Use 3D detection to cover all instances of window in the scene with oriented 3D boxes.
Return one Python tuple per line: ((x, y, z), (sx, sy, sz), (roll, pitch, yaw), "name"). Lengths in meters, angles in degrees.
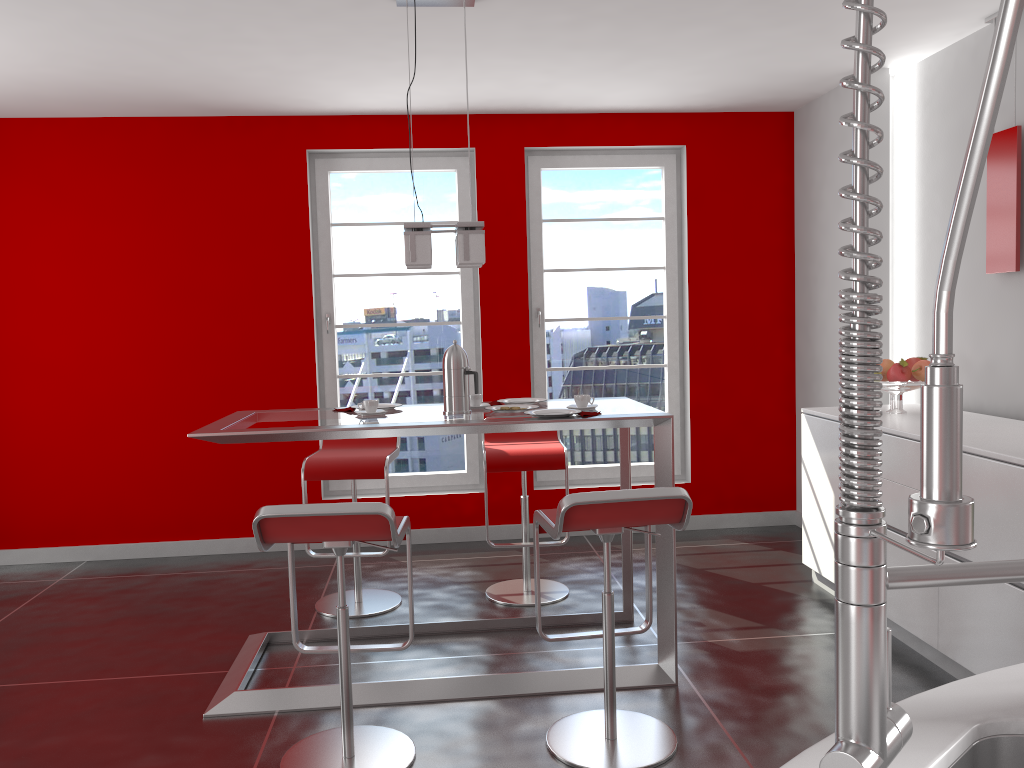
((-0.701, -0.367, 5.489), (0.938, 2.038, 0.117), (-2, 4, -5), "window")
((0.593, -0.413, 5.605), (0.938, 2.038, 0.117), (-2, 4, -5), "window")

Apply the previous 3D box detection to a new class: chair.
((0.309, 0.721, 2.798), (0.418, 0.857, 0.460), (-2, 4, -10), "chair")
((-0.523, 0.750, 2.728), (0.418, 0.857, 0.460), (-2, 4, 0), "chair")
((-0.758, 0.643, 4.315), (0.418, 0.857, 0.460), (-1, 4, 2), "chair")
((0.063, 0.613, 4.408), (0.418, 0.857, 0.460), (-2, 4, -3), "chair")

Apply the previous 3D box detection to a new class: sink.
((0.611, 0.507, 0.811), (0.326, 0.172, 0.428), (-6, 6, -44), "sink")

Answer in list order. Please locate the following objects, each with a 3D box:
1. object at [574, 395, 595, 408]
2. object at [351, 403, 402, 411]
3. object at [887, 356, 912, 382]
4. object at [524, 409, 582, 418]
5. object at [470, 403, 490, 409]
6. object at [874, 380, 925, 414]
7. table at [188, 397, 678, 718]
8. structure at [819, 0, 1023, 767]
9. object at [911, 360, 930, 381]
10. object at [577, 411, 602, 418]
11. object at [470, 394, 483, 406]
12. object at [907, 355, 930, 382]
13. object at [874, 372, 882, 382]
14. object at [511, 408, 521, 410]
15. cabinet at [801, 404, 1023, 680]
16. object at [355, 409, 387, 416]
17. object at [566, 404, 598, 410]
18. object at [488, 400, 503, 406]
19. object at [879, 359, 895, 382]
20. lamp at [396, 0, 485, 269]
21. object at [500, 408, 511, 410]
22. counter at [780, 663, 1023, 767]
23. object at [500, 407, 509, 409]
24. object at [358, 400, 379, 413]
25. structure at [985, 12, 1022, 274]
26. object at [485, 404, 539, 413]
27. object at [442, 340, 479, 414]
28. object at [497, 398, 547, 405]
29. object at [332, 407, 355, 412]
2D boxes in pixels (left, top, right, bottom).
((0.282, 0.069, 3.480), (0.078, 0.049, 0.062), (-2, 4, -5), "object")
((-0.569, 0.099, 3.731), (0.217, 0.015, 0.217), (0, 4, 19), "object")
((1.732, -0.062, 3.986), (0.097, 0.133, 0.117), (-3, 4, -16), "object")
((0.151, 0.110, 3.282), (0.217, 0.015, 0.217), (1, 5, 31), "object")
((-0.149, 0.093, 3.658), (0.119, 0.016, 0.119), (-2, 4, -8), "object")
((1.769, 0.055, 4.080), (0.398, 0.159, 0.398), (2, 6, 44), "object")
((-0.287, 0.613, 3.544), (1.700, 1.000, 0.800), (-2, 4, -5), "table")
((0.333, -0.044, 0.684), (0.178, 0.920, 0.308), (2, 5, 38), "structure")
((1.864, -0.059, 3.988), (0.121, 0.101, 0.097), (-4, 5, -26), "object")
((0.289, 0.107, 3.289), (0.095, 0.012, 0.234), (-2, 4, -5), "object")
((-0.156, 0.068, 3.661), (0.078, 0.049, 0.062), (1, 5, 35), "object")
((1.864, -0.076, 4.115), (0.117, 0.129, 0.150), (2, 6, 42), "object")
((1.651, -0.047, 4.084), (0.100, 0.086, 0.083), (2, 6, 44), "object")
((0.015, 0.097, 3.464), (0.034, 0.006, 0.036), (-3, 4, -17), "object")
((1.840, 0.609, 3.578), (0.610, 0.880, 1.802), (-2, 4, -5), "cabinet")
((-0.558, 0.114, 3.518), (0.119, 0.016, 0.119), (-4, 5, -25), "object")
((0.275, 0.093, 3.481), (0.119, 0.016, 0.119), (-1, 4, 15), "object")
((-0.095, 0.083, 3.783), (0.095, 0.012, 0.234), (-2, 4, -6), "object")
((1.761, -0.065, 4.180), (0.096, 0.105, 0.117), (0, 4, 24), "object")
((-0.278, -0.972, 3.434), (0.304, 1.025, 0.304), (-2, 4, -5), "lamp")
((-0.025, 0.097, 3.476), (0.036, 0.006, 0.034), (0, 4, 18), "object")
((1.002, 0.858, 0.431), (1.868, 0.880, 2.865), (1, 5, 29), "counter")
((-0.029, 0.094, 3.517), (0.034, 0.006, 0.036), (-1, 4, 7), "object")
((-0.566, 0.091, 3.519), (0.078, 0.049, 0.062), (0, 4, 17), "object")
((2.126, -0.809, 3.489), (0.040, 1.503, 0.820), (-2, 4, -5), "structure")
((0.000, 0.099, 3.497), (0.217, 0.015, 0.217), (1, 5, 32), "object")
((-0.203, -0.031, 3.482), (0.149, 0.287, 0.113), (-1, 4, 3), "object")
((0.044, 0.077, 3.793), (0.217, 0.015, 0.217), (-4, 5, -29), "object")
((-0.707, 0.105, 3.722), (0.095, 0.012, 0.234), (-2, 4, -6), "object")
